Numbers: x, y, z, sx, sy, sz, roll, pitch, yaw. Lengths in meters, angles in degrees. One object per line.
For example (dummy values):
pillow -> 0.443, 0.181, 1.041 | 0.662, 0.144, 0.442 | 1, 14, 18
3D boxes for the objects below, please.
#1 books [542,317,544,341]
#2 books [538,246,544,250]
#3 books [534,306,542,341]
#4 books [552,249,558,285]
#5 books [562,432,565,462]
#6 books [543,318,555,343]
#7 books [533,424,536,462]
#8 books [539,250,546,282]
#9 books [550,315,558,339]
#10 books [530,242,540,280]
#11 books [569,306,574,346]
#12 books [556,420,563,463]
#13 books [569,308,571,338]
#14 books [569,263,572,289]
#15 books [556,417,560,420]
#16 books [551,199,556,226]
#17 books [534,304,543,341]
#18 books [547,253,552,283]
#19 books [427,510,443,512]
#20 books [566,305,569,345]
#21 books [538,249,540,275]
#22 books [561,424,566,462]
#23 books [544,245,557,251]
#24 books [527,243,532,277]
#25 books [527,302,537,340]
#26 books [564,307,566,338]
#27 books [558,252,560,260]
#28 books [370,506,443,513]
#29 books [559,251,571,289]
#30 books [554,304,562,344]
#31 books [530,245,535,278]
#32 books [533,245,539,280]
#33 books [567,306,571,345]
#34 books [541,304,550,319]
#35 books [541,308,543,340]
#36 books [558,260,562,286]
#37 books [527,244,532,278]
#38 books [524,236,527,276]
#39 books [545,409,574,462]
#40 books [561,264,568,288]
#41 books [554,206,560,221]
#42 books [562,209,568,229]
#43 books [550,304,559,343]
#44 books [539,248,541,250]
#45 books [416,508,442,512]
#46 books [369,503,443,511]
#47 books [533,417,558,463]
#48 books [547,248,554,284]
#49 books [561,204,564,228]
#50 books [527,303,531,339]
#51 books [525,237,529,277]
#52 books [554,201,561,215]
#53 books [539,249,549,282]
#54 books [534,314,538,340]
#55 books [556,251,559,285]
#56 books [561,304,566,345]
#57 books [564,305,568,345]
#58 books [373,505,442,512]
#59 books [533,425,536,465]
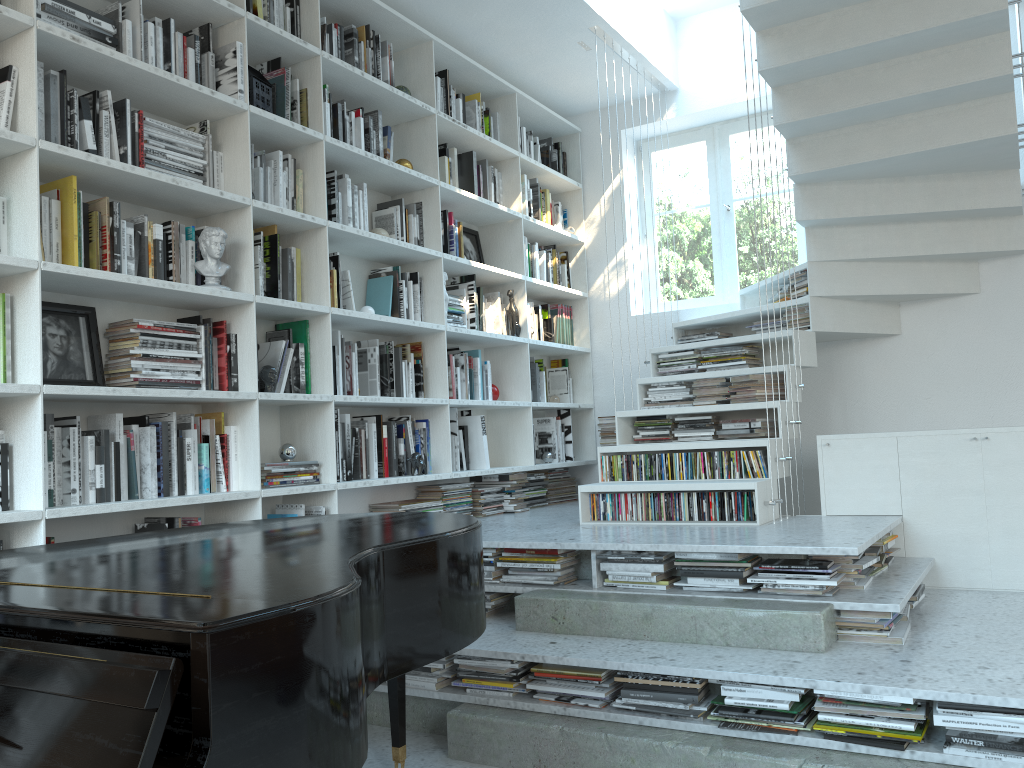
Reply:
books -> 0.138, -0.332, 5.672 | 0.138, 0.207, 0.014 | -5, -4, 30
books -> 0.148, -0.740, 5.744 | 0.132, 0.291, 0.024 | -5, -4, 30
books -> 0.103, -0.358, 5.569 | 0.181, 0.247, 0.022 | -5, -4, 30
books -> 0.210, -0.731, 5.804 | 0.188, 0.277, 0.013 | -5, -4, 30
books -> 0.252, 0.403, 5.610 | 0.176, 0.188, 0.024 | -5, -4, 30
books -> 0.182, -0.322, 5.668 | 0.191, 0.181, 0.024 | -5, -4, 30
books -> 0.062, 0.362, 5.246 | 0.151, 0.238, 0.030 | -5, -4, 30
books -> 0.137, -0.721, 5.672 | 0.177, 0.245, 0.045 | -5, -4, 30
books -> 0.210, -0.332, 5.748 | 0.167, 0.217, 0.088 | -5, -4, 30
books -> 0.091, -0.742, 5.609 | 0.166, 0.283, 0.030 | -5, -4, 30
books -> 0.333, -0.367, 5.943 | 0.169, 0.293, 0.018 | -5, -4, 30
books -> 0.235, 0.362, 5.575 | 0.168, 0.266, 0.031 | -5, -4, 30
books -> 0.314, -0.366, 5.933 | 0.169, 0.293, 0.018 | -5, -4, 30
books -> 0.317, -0.695, 5.985 | 0.184, 0.219, 0.021 | -5, -4, 30
books -> 0.257, 0.355, 5.636 | 0.141, 0.287, 0.047 | -5, -4, 30
books -> 0.214, -1.083, 5.868 | 0.154, 0.254, 0.070 | -5, -4, 30
books -> 0.106, -0.362, 5.596 | 0.171, 0.259, 0.029 | -5, -4, 30
books -> 0.184, -0.719, 5.783 | 0.160, 0.252, 0.025 | -5, -4, 30
books -> -0.515, 0.639, 4.396 | 0.195, 0.008, 0.308 | -5, -5, 35
books -> 0.296, -0.368, 5.901 | 0.169, 0.293, 0.018 | -5, -4, 30
books -> 0.105, -0.725, 5.658 | 0.161, 0.254, 0.012 | -5, -4, 30
books -> 0.273, 0.378, 5.667 | 0.140, 0.243, 0.024 | -5, -4, 30
books -> 0.238, -0.753, 5.895 | 0.140, 0.330, 0.013 | -5, -4, 30
books -> 0.048, -0.738, 5.549 | 0.152, 0.270, 0.025 | -5, -4, 30
books -> 0.061, -0.368, 5.488 | 0.176, 0.261, 0.056 | -5, -4, 30
books -> 0.277, -0.369, 5.870 | 0.169, 0.293, 0.018 | -5, -4, 30
books -> 0.253, -0.730, 5.900 | 0.149, 0.283, 0.013 | -5, -4, 30
books -> -0.522, 0.625, 4.401 | 0.193, 0.007, 0.346 | -5, -5, 32
books -> 0.301, -0.732, 5.960 | 0.186, 0.292, 0.042 | -5, -4, 30
books -> 0.247, -0.371, 5.818 | 0.169, 0.294, 0.033 | -5, -4, 30
books -> 0.069, -0.732, 5.564 | 0.156, 0.259, 0.024 | -5, -4, 30
books -> 0.083, -0.733, 5.583 | 0.172, 0.262, 0.022 | -5, -4, 30
books -> 0.310, -0.367, 5.915 | 0.169, 0.293, 0.018 | -5, -4, 30
books -> 0.169, -0.367, 5.706 | 0.170, 0.277, 0.026 | -5, -4, 30
books -> 0.122, -0.357, 5.637 | 0.161, 0.254, 0.012 | -5, -4, 30
books -> 0.240, -0.697, 5.841 | 0.188, 0.211, 0.025 | -5, -4, 30
books -> 0.046, -0.734, 5.527 | 0.158, 0.260, 0.013 | -5, -4, 30
books -> 0.006, -0.751, 5.433 | 0.185, 0.285, 0.014 | -5, -4, 30
books -> 0.301, 0.331, 5.671 | 0.185, 0.335, 0.010 | -5, -4, 30
books -> 0.279, -0.686, 5.907 | 0.192, 0.195, 0.029 | -5, -4, 30
books -> 0.240, -1.061, 5.905 | 0.180, 0.213, 0.023 | -5, -4, 30
books -> 0.302, -1.060, 5.994 | 0.170, 0.216, 0.011 | -5, -4, 30
books -> 0.228, -0.370, 5.785 | 0.169, 0.291, 0.072 | -5, -4, 30
books -> 0.136, -0.731, 5.731 | 0.130, 0.273, 0.010 | -5, -4, 30
books -> -0.519, 0.632, 4.399 | 0.193, 0.007, 0.346 | -5, -4, 27
books -> -0.523, 0.610, 4.402 | 0.193, 0.007, 0.346 | -5, -5, 32
books -> 0.209, 0.351, 5.532 | 0.159, 0.285, 0.012 | -5, -4, 30
books -> 0.201, -0.734, 5.795 | 0.151, 0.283, 0.012 | -5, -4, 30
books -> 0.273, -1.074, 5.982 | 0.160, 0.246, 0.040 | -5, -4, 30
books -> 0.028, -0.363, 5.434 | 0.181, 0.245, 0.026 | -5, -4, 30
books -> 0.026, -0.751, 5.495 | 0.165, 0.292, 0.012 | -5, -4, 30
books -> 0.255, -1.081, 5.953 | 0.163, 0.258, 0.029 | -5, -4, 30
books -> 0.148, -0.726, 5.704 | 0.184, 0.258, 0.023 | -5, -4, 30
books -> 0.082, -0.331, 5.520 | 0.169, 0.189, 0.023 | -5, -4, 30
books -> 0.223, -0.726, 5.821 | 0.173, 0.268, 0.028 | -5, -4, 30
books -> 0.271, -0.371, 5.832 | 0.169, 0.293, 0.018 | -5, -4, 30
books -> 0.290, -0.369, 5.884 | 0.169, 0.293, 0.018 | -5, -4, 30
books -> -0.515, 0.617, 4.397 | 0.193, 0.007, 0.346 | -5, -4, 25
books -> 0.053, 0.363, 5.225 | 0.183, 0.233, 0.014 | -5, -4, 30
